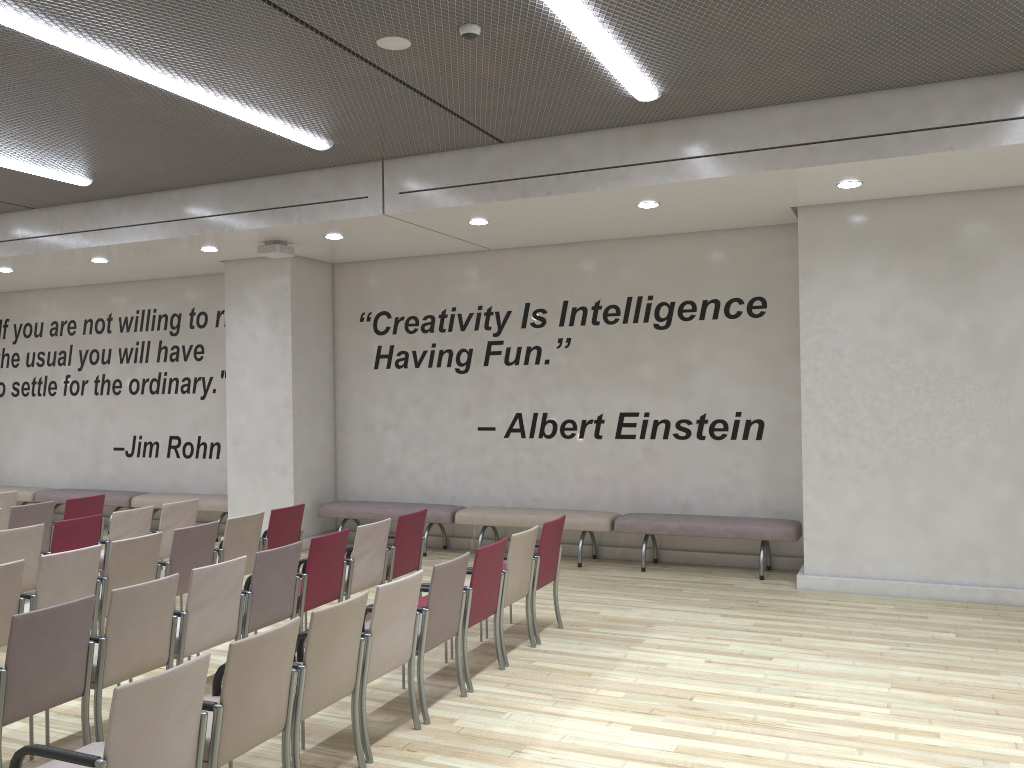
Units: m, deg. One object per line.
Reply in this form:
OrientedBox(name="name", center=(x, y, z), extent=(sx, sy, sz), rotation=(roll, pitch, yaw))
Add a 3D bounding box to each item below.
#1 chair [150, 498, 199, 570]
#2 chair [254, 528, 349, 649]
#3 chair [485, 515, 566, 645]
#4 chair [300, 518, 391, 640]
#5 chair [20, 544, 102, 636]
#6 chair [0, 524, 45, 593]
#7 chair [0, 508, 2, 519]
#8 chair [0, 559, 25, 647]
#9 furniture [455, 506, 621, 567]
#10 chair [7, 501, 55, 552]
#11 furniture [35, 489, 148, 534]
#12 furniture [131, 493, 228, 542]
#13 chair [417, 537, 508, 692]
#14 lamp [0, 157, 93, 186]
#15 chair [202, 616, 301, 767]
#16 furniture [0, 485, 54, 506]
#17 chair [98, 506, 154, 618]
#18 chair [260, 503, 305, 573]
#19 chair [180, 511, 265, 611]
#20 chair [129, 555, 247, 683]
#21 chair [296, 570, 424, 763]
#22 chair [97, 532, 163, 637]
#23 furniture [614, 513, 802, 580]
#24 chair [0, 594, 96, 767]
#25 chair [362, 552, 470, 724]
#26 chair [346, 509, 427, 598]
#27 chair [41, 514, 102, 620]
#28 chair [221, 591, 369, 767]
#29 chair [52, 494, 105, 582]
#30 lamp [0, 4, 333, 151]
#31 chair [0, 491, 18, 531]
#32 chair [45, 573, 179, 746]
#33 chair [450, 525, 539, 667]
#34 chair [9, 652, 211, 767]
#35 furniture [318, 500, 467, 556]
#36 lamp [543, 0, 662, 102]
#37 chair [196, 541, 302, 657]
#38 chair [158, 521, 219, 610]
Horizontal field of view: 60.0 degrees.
OrientedBox(name="chair", center=(-3.313, 1.531, 8.305), extent=(0.640, 0.890, 0.513), rotation=(-1, 0, 23))
OrientedBox(name="chair", center=(-1.520, 1.488, 6.297), extent=(0.640, 0.890, 0.513), rotation=(-1, 0, 23))
OrientedBox(name="chair", center=(0.068, 1.467, 6.809), extent=(0.640, 0.890, 0.513), rotation=(-1, 0, 23))
OrientedBox(name="chair", center=(-1.287, 1.488, 6.795), extent=(0.640, 0.890, 0.513), rotation=(-1, 0, 24))
OrientedBox(name="chair", center=(-3.069, 1.510, 5.794), extent=(0.640, 0.890, 0.513), rotation=(-1, 0, 25))
OrientedBox(name="chair", center=(-3.977, 1.532, 6.796), extent=(0.640, 0.890, 0.513), rotation=(-1, 0, 24))
OrientedBox(name="chair", center=(-4.882, 1.553, 7.790), extent=(0.640, 0.890, 0.513), rotation=(-1, 0, 24))
OrientedBox(name="chair", center=(-3.300, 1.510, 5.287), extent=(0.640, 0.890, 0.513), rotation=(-1, 0, 25))
OrientedBox(name="furniture", center=(0.276, 1.652, 9.751), extent=(1.833, 0.550, 0.530), rotation=(-1, 0, 24))
OrientedBox(name="chair", center=(-4.670, 1.553, 8.298), extent=(0.640, 0.890, 0.513), rotation=(-1, 0, 25))
OrientedBox(name="furniture", center=(-5.888, 1.771, 12.480), extent=(1.833, 0.550, 0.530), rotation=(-1, 0, 24))
OrientedBox(name="furniture", center=(-4.192, 1.738, 11.729), extent=(1.833, 0.550, 0.530), rotation=(-1, 0, 24))
OrientedBox(name="chair", center=(-0.380, 1.467, 5.806), extent=(0.640, 0.890, 0.513), rotation=(-1, 0, 24))
OrientedBox(name="lamp", center=(-4.895, -1.984, 7.281), extent=(0.198, 0.045, 3.304), rotation=(-1, 0, 24))
OrientedBox(name="chair", center=(-1.276, 1.467, 3.797), extent=(0.640, 0.890, 0.513), rotation=(-1, 0, 23))
OrientedBox(name="furniture", center=(-7.587, 1.803, 13.232), extent=(1.833, 0.550, 0.530), rotation=(-1, 0, 24))
OrientedBox(name="chair", center=(-3.539, 1.532, 7.803), extent=(0.640, 0.890, 0.513), rotation=(-1, 0, 23))
OrientedBox(name="chair", center=(-2.191, 1.510, 7.799), extent=(0.640, 0.890, 0.513), rotation=(-1, 0, 24))
OrientedBox(name="chair", center=(-2.414, 1.510, 7.309), extent=(0.640, 0.890, 0.513), rotation=(-1, 0, 23))
OrientedBox(name="chair", center=(-1.957, 1.488, 5.294), extent=(0.640, 0.890, 0.513), rotation=(-1, 0, 24))
OrientedBox(name="chair", center=(-0.837, 1.467, 4.788), extent=(0.640, 0.890, 0.513), rotation=(-1, 0, 25))
OrientedBox(name="chair", center=(-2.862, 1.510, 6.288), extent=(0.640, 0.890, 0.513), rotation=(-1, 0, 23))
OrientedBox(name="furniture", center=(1.971, 1.620, 9.001), extent=(1.833, 0.550, 0.530), rotation=(-1, 0, 24))
OrientedBox(name="chair", center=(-2.408, 1.489, 4.297), extent=(0.640, 0.890, 0.513), rotation=(-1, 0, 24))
OrientedBox(name="chair", center=(-0.605, 1.467, 5.291), extent=(0.640, 0.890, 0.513), rotation=(-1, 0, 23))
OrientedBox(name="chair", center=(-1.056, 1.488, 7.307), extent=(0.640, 0.890, 0.513), rotation=(-1, 0, 24))
OrientedBox(name="chair", center=(-3.763, 1.532, 7.294), extent=(0.640, 0.890, 0.513), rotation=(-1, 0, 23))
OrientedBox(name="chair", center=(-1.058, 1.467, 4.286), extent=(0.640, 0.890, 0.513), rotation=(-1, 0, 24))
OrientedBox(name="chair", center=(-4.427, 1.553, 8.802), extent=(0.640, 0.890, 0.513), rotation=(-1, 0, 24))
OrientedBox(name="lamp", center=(-2.289, -2.034, 6.127), extent=(0.198, 0.045, 3.304), rotation=(-1, 0, 24))
OrientedBox(name="chair", center=(-5.569, 1.575, 9.287), extent=(0.640, 0.890, 0.513), rotation=(-1, 0, 25))
OrientedBox(name="chair", center=(-2.180, 1.488, 4.792), extent=(0.640, 0.890, 0.513), rotation=(-1, 0, 25))
OrientedBox(name="chair", center=(-0.159, 1.467, 6.308), extent=(0.640, 0.890, 0.513), rotation=(-1, 0, 24))
OrientedBox(name="chair", center=(-1.497, 1.467, 3.287), extent=(0.640, 0.890, 0.513), rotation=(-1, 0, 24))
OrientedBox(name="furniture", center=(-1.423, 1.685, 10.503), extent=(1.833, 0.550, 0.530), rotation=(-1, 0, 24))
OrientedBox(name="lamp", center=(0.330, -2.084, 4.968), extent=(0.198, 0.045, 3.304), rotation=(-1, 0, 24))
OrientedBox(name="chair", center=(-1.741, 1.488, 5.791), extent=(0.640, 0.890, 0.513), rotation=(-1, 0, 24))
OrientedBox(name="chair", center=(-2.627, 1.510, 6.796), extent=(0.640, 0.890, 0.513), rotation=(-1, 0, 25))
